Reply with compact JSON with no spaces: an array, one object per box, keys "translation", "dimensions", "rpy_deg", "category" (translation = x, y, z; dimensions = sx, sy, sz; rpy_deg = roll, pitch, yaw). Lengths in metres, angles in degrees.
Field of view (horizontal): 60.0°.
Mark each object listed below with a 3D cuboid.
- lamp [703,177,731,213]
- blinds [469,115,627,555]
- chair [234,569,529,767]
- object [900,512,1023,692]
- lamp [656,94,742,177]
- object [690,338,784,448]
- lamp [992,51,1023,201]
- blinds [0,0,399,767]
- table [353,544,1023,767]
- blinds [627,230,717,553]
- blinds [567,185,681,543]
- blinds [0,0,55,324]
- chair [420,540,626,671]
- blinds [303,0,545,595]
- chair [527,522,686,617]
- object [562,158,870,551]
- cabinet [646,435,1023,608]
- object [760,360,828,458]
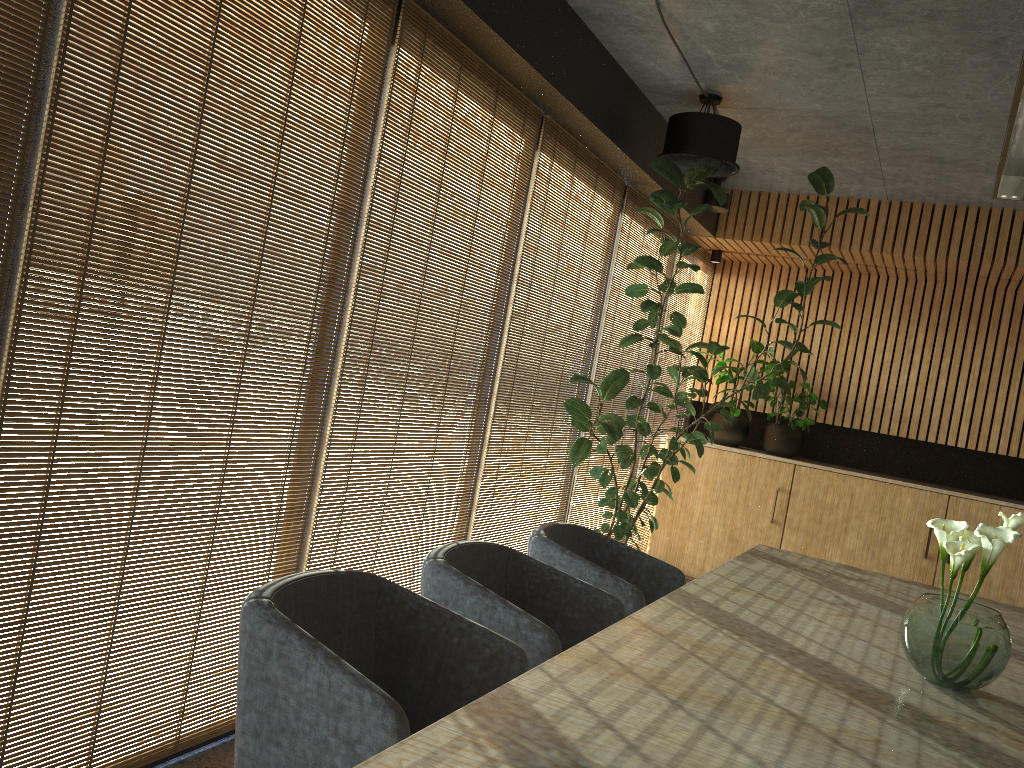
[{"translation":[3.419,-1.269,6.473],"dimensions":[4.179,0.294,0.257],"rpy_deg":[10,1,26],"category":"lamp"},{"translation":[0.229,0.015,5.669],"dimensions":[0.039,3.038,1.422],"rpy_deg":[10,1,26],"category":"blinds"},{"translation":[-0.382,1.057,2.405],"dimensions":[0.761,0.944,0.706],"rpy_deg":[10,1,26],"category":"chair"},{"translation":[1.341,0.620,2.632],"dimensions":[0.295,0.546,0.322],"rpy_deg":[11,1,36],"category":"object"},{"translation":[1.188,-1.562,5.501],"dimensions":[0.513,0.497,0.513],"rpy_deg":[10,1,-3],"category":"lamp"},{"translation":[2.073,0.056,8.419],"dimensions":[0.640,1.054,0.666],"rpy_deg":[10,1,-23],"category":"object"},{"translation":[1.663,-1.346,2.606],"dimensions":[0.151,0.618,4.009],"rpy_deg":[10,1,26],"category":"lamp"},{"translation":[-1.799,-0.248,0.545],"dimensions":[1.388,3.075,6.486],"rpy_deg":[10,1,7],"category":"blinds"},{"translation":[1.207,1.343,2.622],"dimensions":[1.816,0.927,3.932],"rpy_deg":[10,1,26],"category":"table"},{"translation":[1.508,0.201,8.334],"dimensions":[0.039,3.038,1.422],"rpy_deg":[10,1,26],"category":"blinds"},{"translation":[0.874,0.109,7.013],"dimensions":[0.039,3.038,1.422],"rpy_deg":[10,1,26],"category":"blinds"},{"translation":[-1.663,-0.261,1.724],"dimensions":[0.039,3.038,1.422],"rpy_deg":[10,1,26],"category":"blinds"},{"translation":[0.006,1.114,3.214],"dimensions":[0.761,0.944,0.706],"rpy_deg":[10,1,26],"category":"chair"},{"translation":[-0.405,-0.078,4.348],"dimensions":[0.039,3.038,1.422],"rpy_deg":[10,1,26],"category":"blinds"},{"translation":[0.394,1.170,4.024],"dimensions":[0.761,0.944,0.706],"rpy_deg":[10,1,26],"category":"chair"},{"translation":[1.048,0.070,6.336],"dimensions":[1.875,3.266,1.958],"rpy_deg":[10,1,-26],"category":"object"},{"translation":[3.655,1.529,7.654],"dimensions":[4.954,1.272,1.006],"rpy_deg":[10,1,26],"category":"cabinet"},{"translation":[2.506,0.225,8.183],"dimensions":[0.679,0.880,0.512],"rpy_deg":[11,1,29],"category":"object"}]
